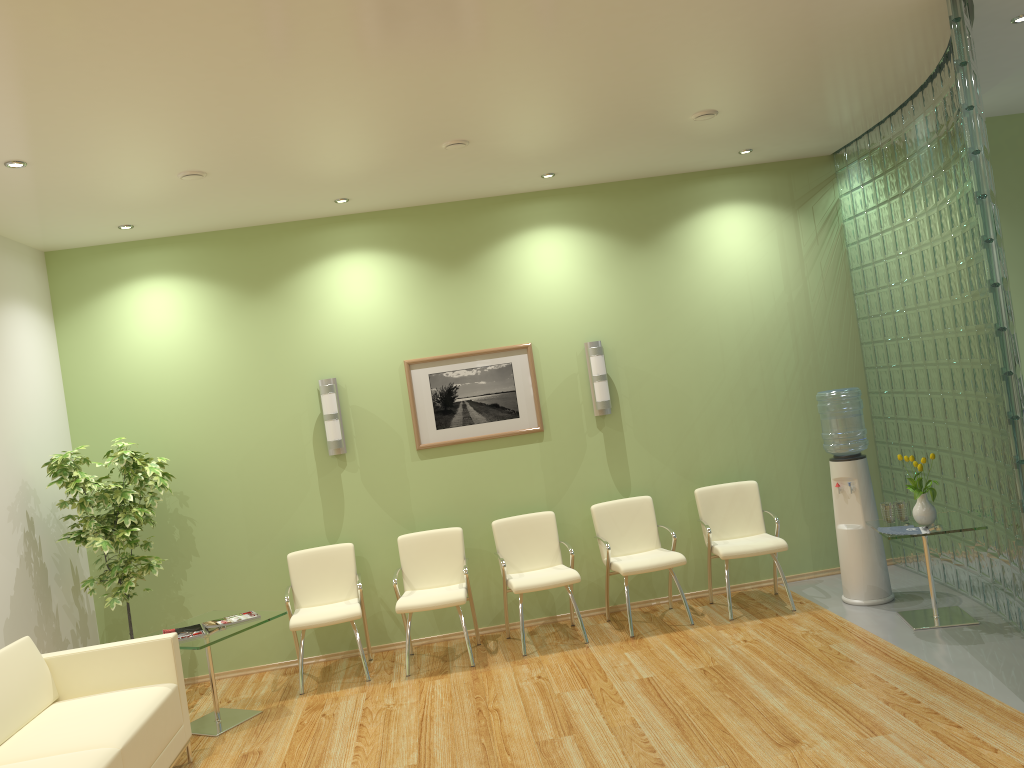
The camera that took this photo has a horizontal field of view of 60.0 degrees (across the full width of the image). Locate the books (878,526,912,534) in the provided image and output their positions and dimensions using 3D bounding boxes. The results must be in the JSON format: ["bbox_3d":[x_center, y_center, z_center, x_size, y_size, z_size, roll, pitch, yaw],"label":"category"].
[{"bbox_3d":[2.444,0.922,5.614,0.210,0.004,0.150,-8,0,0],"label":"books"}]

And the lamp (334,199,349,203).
[{"bbox_3d":[-1.215,-1.305,6.328,0.105,0.011,0.105,-8,0,-24],"label":"lamp"}]

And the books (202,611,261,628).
[{"bbox_3d":[-1.822,1.524,5.750,0.328,0.031,0.230,-8,0,-30],"label":"books"}]

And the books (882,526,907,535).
[{"bbox_3d":[2.451,0.921,5.578,0.210,0.004,0.150,-8,0,-20],"label":"books"}]

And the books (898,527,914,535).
[{"bbox_3d":[2.497,0.913,5.523,0.150,0.004,0.210,-8,0,30],"label":"books"}]

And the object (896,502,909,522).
[{"bbox_3d":[2.577,0.845,5.843,0.071,0.119,0.072,-8,0,-5],"label":"object"}]

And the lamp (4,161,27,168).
[{"bbox_3d":[-2.538,-1.120,4.536,0.105,0.011,0.105,-8,0,28],"label":"lamp"}]

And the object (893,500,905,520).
[{"bbox_3d":[2.592,0.844,5.923,0.071,0.119,0.072,-8,0,-5],"label":"object"}]

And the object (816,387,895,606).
[{"bbox_3d":[2.430,0.788,6.319,0.353,1.506,0.353,-8,0,2],"label":"object"}]

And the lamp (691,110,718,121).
[{"bbox_3d":[1.191,-1.648,5.475,0.167,0.024,0.167,-8,0,-22],"label":"lamp"}]

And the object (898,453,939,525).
[{"bbox_3d":[2.615,0.667,5.672,0.219,0.459,0.201,-8,0,24],"label":"object"}]

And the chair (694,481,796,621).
[{"bbox_3d":[1.714,1.208,6.578,0.536,0.881,0.650,-8,0,0],"label":"chair"}]

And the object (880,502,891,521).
[{"bbox_3d":[2.510,0.855,5.942,0.071,0.119,0.072,-8,0,-5],"label":"object"}]

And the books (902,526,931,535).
[{"bbox_3d":[2.513,0.911,5.516,0.150,0.004,0.210,-8,0,20],"label":"books"}]

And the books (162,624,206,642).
[{"bbox_3d":[-2.057,1.557,5.553,0.230,0.031,0.328,-8,0,-25],"label":"books"}]

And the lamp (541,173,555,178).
[{"bbox_3d":[0.264,-1.517,6.470,0.105,0.011,0.105,-8,0,-24],"label":"lamp"}]

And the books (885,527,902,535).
[{"bbox_3d":[2.458,0.919,5.562,0.210,0.004,0.150,-8,0,-30],"label":"books"}]

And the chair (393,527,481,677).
[{"bbox_3d":[-0.553,1.534,6.363,0.536,0.881,0.650,-8,0,0],"label":"chair"}]

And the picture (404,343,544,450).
[{"bbox_3d":[-0.292,0.094,6.864,1.000,0.700,0.025,-8,0,-5],"label":"picture"}]

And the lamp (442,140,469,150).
[{"bbox_3d":[-0.338,-1.428,5.329,0.167,0.024,0.167,-8,0,-45],"label":"lamp"}]

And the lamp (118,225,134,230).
[{"bbox_3d":[-2.693,-1.092,6.186,0.105,0.011,0.105,-8,0,21],"label":"lamp"}]

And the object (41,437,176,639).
[{"bbox_3d":[-2.638,1.319,6.042,0.668,1.900,0.943,-8,0,3],"label":"object"}]

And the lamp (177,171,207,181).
[{"bbox_3d":[-1.866,-1.208,5.182,0.167,0.024,0.167,-8,0,-45],"label":"lamp"}]

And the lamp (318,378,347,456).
[{"bbox_3d":[-1.361,0.248,6.703,0.134,0.580,0.142,-8,0,-5],"label":"lamp"}]

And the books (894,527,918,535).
[{"bbox_3d":[2.482,0.916,5.534,0.150,0.004,0.210,-8,0,40],"label":"books"}]

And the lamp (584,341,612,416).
[{"bbox_3d":[0.676,-0.045,6.898,0.134,0.580,0.142,-8,0,-5],"label":"lamp"}]

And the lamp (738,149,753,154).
[{"bbox_3d":[1.742,-1.730,6.612,0.105,0.011,0.105,-8,0,-24],"label":"lamp"}]

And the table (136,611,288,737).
[{"bbox_3d":[-1.920,1.863,5.683,0.736,0.614,0.736,-8,0,30],"label":"table"}]

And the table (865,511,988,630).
[{"bbox_3d":[2.682,1.200,5.692,0.581,0.614,0.581,-8,0,9],"label":"table"}]

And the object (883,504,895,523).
[{"bbox_3d":[2.495,0.857,5.859,0.071,0.119,0.072,-8,0,-5],"label":"object"}]

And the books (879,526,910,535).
[{"bbox_3d":[2.446,0.921,5.596,0.210,0.004,0.150,-8,0,-10],"label":"books"}]

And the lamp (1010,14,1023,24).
[{"bbox_3d":[2.602,-1.862,4.523,0.105,0.011,0.105,-8,0,12],"label":"lamp"}]

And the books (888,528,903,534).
[{"bbox_3d":[2.469,0.918,5.547,0.210,0.004,0.150,-8,0,-40],"label":"books"}]

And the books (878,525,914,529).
[{"bbox_3d":[2.450,0.921,5.650,0.210,0.004,0.150,-8,0,20],"label":"books"}]

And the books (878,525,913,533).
[{"bbox_3d":[2.446,0.922,5.632,0.210,0.004,0.150,-8,0,10],"label":"books"}]
